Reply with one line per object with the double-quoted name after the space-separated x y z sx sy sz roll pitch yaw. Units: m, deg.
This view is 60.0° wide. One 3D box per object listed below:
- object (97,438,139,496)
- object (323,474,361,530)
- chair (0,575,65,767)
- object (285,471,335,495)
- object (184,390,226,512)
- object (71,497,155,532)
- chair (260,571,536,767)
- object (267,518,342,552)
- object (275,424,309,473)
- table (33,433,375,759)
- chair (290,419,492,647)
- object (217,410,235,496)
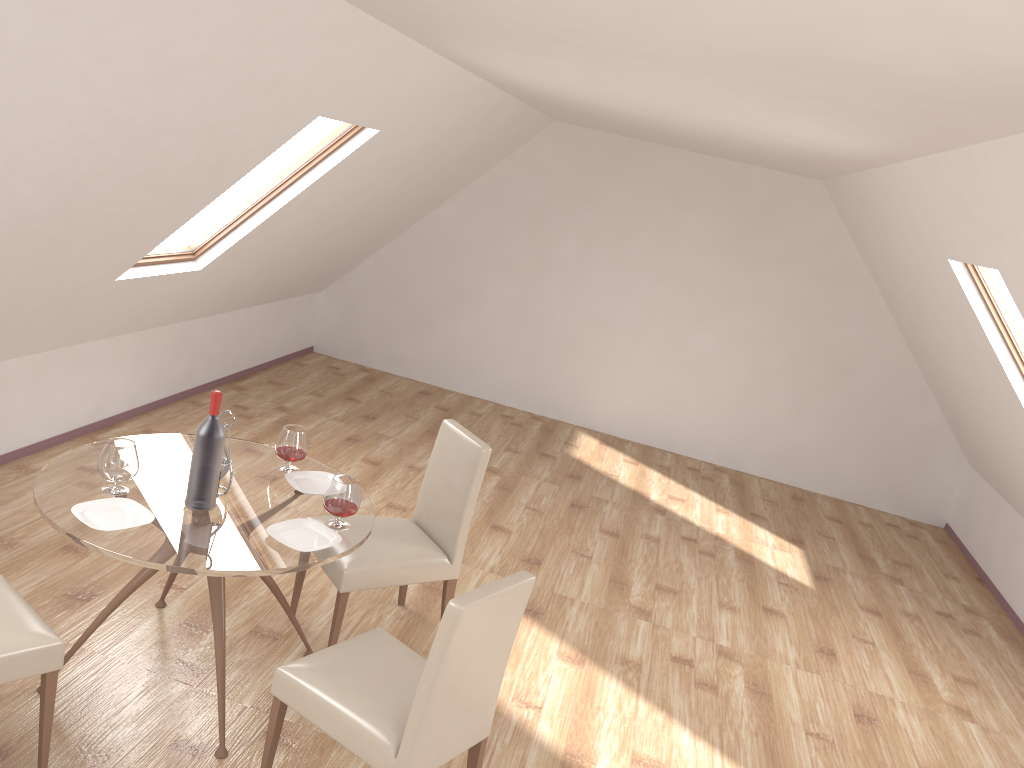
-1.382 0.290 3.113 0.136 0.183 0.136 23 17 35 "object"
-0.624 0.433 3.250 0.136 0.183 0.136 10 14 -12 "object"
-1.737 0.714 2.624 0.477 0.999 0.618 23 17 36 "chair"
-0.788 0.403 3.559 0.228 0.020 0.228 4 17 -34 "object"
-1.064 0.231 3.109 0.109 0.435 0.109 14 14 5 "object"
-1.318 0.437 2.930 0.228 0.020 0.228 23 17 34 "object"
-0.378 0.972 2.862 0.618 0.999 0.477 22 16 33 "chair"
-0.725 0.534 3.096 0.228 0.020 0.228 22 16 31 "object"
-0.907 0.266 3.650 0.136 0.183 0.136 10 14 -12 "object"
-1.191 0.767 3.399 1.198 0.770 1.198 21 16 29 "table"
-0.541 0.673 3.905 0.618 0.999 0.477 3 17 -35 "chair"
-1.068 0.250 3.271 0.086 0.322 0.096 6 15 -27 "object"
